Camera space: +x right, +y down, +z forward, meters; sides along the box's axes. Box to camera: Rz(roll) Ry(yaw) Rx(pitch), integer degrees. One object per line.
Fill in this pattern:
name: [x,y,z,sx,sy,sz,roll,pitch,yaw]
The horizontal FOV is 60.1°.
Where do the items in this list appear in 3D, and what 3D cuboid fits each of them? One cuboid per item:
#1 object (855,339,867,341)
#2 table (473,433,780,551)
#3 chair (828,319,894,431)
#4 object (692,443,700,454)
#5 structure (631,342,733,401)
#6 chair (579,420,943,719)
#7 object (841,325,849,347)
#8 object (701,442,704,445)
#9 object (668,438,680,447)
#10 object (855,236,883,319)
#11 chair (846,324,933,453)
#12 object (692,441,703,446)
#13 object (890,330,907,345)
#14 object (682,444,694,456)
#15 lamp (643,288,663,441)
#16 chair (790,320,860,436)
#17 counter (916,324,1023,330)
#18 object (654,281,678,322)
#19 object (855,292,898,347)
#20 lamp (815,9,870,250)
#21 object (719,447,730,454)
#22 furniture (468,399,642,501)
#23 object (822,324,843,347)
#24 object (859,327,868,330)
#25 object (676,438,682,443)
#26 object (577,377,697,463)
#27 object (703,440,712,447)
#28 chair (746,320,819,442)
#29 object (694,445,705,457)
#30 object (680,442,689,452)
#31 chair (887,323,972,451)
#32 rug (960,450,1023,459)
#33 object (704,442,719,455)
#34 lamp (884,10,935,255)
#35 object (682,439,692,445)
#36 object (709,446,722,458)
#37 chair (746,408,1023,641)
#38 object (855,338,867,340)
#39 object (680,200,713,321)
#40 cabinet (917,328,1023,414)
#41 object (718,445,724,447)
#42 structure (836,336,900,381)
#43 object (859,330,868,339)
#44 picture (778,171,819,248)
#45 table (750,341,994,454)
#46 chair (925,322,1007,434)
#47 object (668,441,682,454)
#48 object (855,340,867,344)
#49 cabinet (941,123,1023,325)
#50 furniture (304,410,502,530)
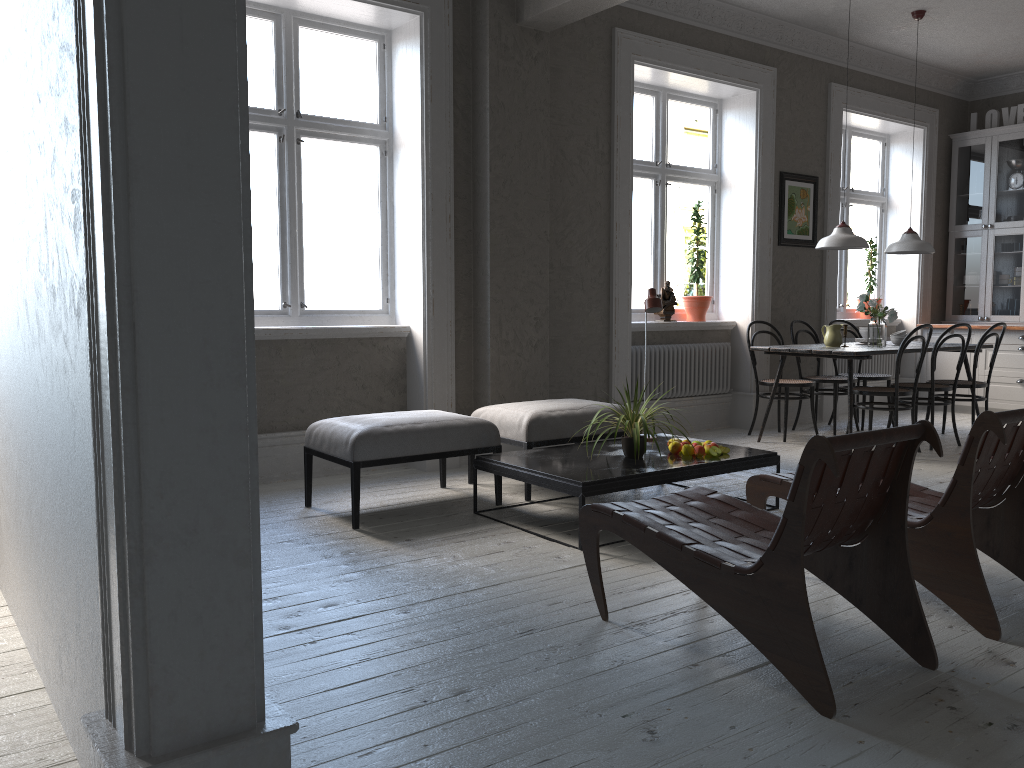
object: [2.894,-0.345,7.149,0.234,0.027,0.241,2,6,22]
table: [0.588,0.502,4.466,1.337,0.303,0.832,-4,6,-36]
chair: [2.993,-0.090,7.616,0.445,0.920,0.540,-2,6,-23]
object: [0.925,0.324,4.454,0.055,0.058,0.060,5,7,44]
structure: [1.335,-0.108,7.098,1.249,0.428,0.145,-4,6,-38]
chair: [0.722,0.442,2.751,0.518,0.721,0.996,-4,6,-36]
object: [2.511,-0.364,6.673,0.060,0.167,0.058,-2,6,-23]
object: [0.972,0.322,4.580,0.067,0.039,0.063,-3,6,-30]
object: [0.829,0.312,4.542,0.072,0.066,0.066,-3,6,-31]
object: [3.554,-1.054,8.795,0.262,0.813,0.258,-1,5,-9]
chair: [2.650,0.032,6.250,0.447,0.920,0.538,-4,7,-38]
object: [0.941,0.318,4.514,0.061,0.058,0.062,1,5,8]
object: [3.053,-0.368,6.999,0.129,0.119,0.123,-2,5,-20]
object: [0.876,0.325,4.411,0.062,0.063,0.061,0,5,-5]
lamp: [0.737,-0.101,4.838,0.138,0.839,0.251,0,5,0]
chair: [2.584,-0.066,7.336,0.447,0.920,0.538,-4,7,-38]
counter: [4.271,-0.422,7.067,3.460,0.039,3.097,-4,6,-36]
object: [1.201,-0.661,7.068,0.242,0.329,0.117,-4,6,-35]
object: [2.715,-0.481,6.589,0.256,0.414,0.305,-4,6,-38]
lamp: [2.417,-1.913,6.406,0.379,1.858,0.379,0,5,1]
object: [1.066,0.333,4.472,0.067,0.037,0.047,-1,5,-10]
furniture: [0.251,0.342,5.144,0.845,0.476,0.571,-4,6,-36]
object: [2.411,-0.365,6.666,0.148,0.170,0.137,1,5,15]
object: [2.893,-0.409,7.143,0.176,0.094,0.183,5,7,45]
object: [0.856,0.311,4.615,0.067,0.055,0.060,2,5,21]
object: [0.627,0.161,4.328,0.671,0.420,0.722,-2,5,-18]
object: [1.003,0.317,4.507,0.058,0.062,0.065,4,6,35]
chair: [2.130,-0.037,6.997,0.446,0.920,0.539,-3,6,-28]
object: [0.928,0.331,4.380,0.056,0.058,0.057,-1,5,-11]
object: [0.874,0.321,4.496,0.057,0.056,0.061,4,7,40]
chair: [3.086,0.003,6.576,0.446,0.920,0.539,-3,6,-28]
rug: [3.857,0.481,6.304,1.315,0.014,0.721,-4,6,-36]
object: [0.998,0.323,4.431,0.075,0.064,0.074,0,5,-5]
lamp: [3.152,-1.960,6.946,0.386,1.858,0.372,-3,6,-29]
object: [0.899,0.315,4.558,0.056,0.058,0.059,4,6,36]
object: [0.997,0.335,4.365,0.061,0.053,0.057,-3,6,-30]
chair: [1.425,0.397,3.269,0.518,0.721,0.996,-4,6,-36]
object: [2.894,-0.353,7.148,0.240,0.027,0.235,-1,5,-13]
object: [1.521,-1.011,7.277,0.269,0.991,0.270,0,5,3]
cabinet: [4.651,0.012,6.835,1.973,0.854,4.226,1,5,11]
object: [1.065,0.327,4.544,0.062,0.036,0.047,-2,6,-25]
structure: [3.415,-0.241,8.630,1.249,0.428,0.145,-4,6,-38]
object: [2.893,-0.389,7.145,0.176,0.094,0.183,5,7,45]
picture: [2.463,-1.488,7.604,0.532,0.619,0.019,-4,6,-36]
table: [2.843,0.063,6.949,1.959,0.735,0.886,-4,6,-36]
chair: [3.494,-0.021,6.855,0.447,0.920,0.538,-4,7,-38]
object: [0.819,0.320,4.450,0.071,0.066,0.069,-2,5,-21]
object: [2.894,-0.336,7.150,0.240,0.027,0.234,-2,5,-18]
cabinet: [4.806,-1.531,8.777,0.396,1.921,0.861,-4,6,-36]
furniture: [-0.558,0.393,4.548,0.845,0.476,0.571,-4,6,-36]
